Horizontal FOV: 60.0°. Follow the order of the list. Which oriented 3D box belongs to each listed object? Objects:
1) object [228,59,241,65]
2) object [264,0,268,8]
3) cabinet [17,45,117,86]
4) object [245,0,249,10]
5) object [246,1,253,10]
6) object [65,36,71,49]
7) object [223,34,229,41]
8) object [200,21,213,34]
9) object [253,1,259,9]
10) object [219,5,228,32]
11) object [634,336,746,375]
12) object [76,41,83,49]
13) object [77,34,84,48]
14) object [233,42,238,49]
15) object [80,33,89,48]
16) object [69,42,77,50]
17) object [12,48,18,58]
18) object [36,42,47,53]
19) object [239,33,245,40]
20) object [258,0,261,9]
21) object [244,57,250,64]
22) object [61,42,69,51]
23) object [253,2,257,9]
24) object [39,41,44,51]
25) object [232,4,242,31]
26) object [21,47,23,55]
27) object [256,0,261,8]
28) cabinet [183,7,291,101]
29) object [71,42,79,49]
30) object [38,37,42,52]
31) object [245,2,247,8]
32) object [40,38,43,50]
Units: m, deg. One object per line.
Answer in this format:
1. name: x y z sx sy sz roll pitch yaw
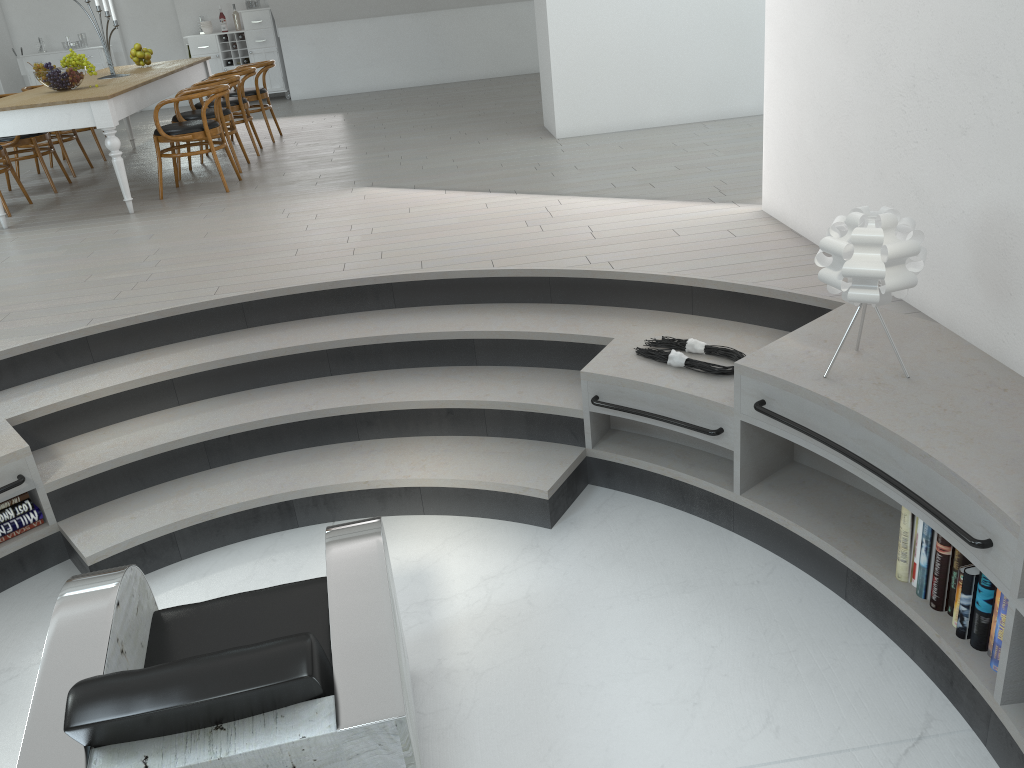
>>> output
1. object: -3.713 -4.309 11.847 0.156 0.084 0.335 -7 25 -3
2. object: -3.245 -5.014 11.636 0.046 0.141 0.047 -3 24 7
3. cabinet: -5.736 -3.950 11.599 1.135 0.780 0.502 -8 24 -4
4. object: -3.452 -4.980 11.586 0.048 0.167 0.048 6 27 26
5. object: -3.406 -4.926 11.534 0.082 0.104 0.082 10 29 31
6. object: -5.695 -4.385 11.403 0.048 0.167 0.048 -13 25 -15
7. object: -3.771 -4.579 11.720 0.092 0.093 0.363 -7 25 -3
8. object: -4.010 -4.685 11.653 0.154 0.158 0.159 4 26 22
9. object: -3.365 -4.997 11.684 0.071 0.097 0.072 -4 24 4
10. object: -3.806 -4.801 11.657 0.081 0.326 0.082 -9 24 -7
11. object: 0.703 -0.114 3.484 0.219 0.081 0.475 -26 31 -37
12. object: -5.565 -4.368 11.420 0.071 0.097 0.072 2 25 18
13. object: -5.572 -4.434 11.467 0.054 0.177 0.054 -18 26 -24
14. object: -3.661 -4.495 11.777 0.085 0.084 0.334 -8 25 -4
15. object: -5.513 -4.432 11.442 0.063 0.185 0.063 -14 25 -17
16. object: -5.635 -4.338 11.386 0.077 0.084 0.078 -13 25 -15
17. object: -6.307 -4.155 11.331 0.088 0.266 0.029 -20 27 -28
18. object: -6.119 -4.378 11.528 0.101 0.136 0.067 -8 24 -4
19. object: -3.564 -4.599 11.728 0.087 0.084 0.364 -8 25 -3
20. object: -3.306 -4.992 11.603 0.046 0.141 0.047 -3 24 7
21. object: -3.540 -4.327 11.853 0.081 0.080 0.362 -9 25 -5
22. object: -5.709 -4.321 11.343 0.082 0.104 0.082 -2 24 8
23. object: -3.384 -4.955 11.614 0.077 0.084 0.078 -4 24 4
24. object: -6.121 -4.399 11.527 0.097 0.135 0.029 -6 24 -1
25. object: -3.627 -4.823 11.663 0.085 0.327 0.086 16 32 40
26. object: -6.253 -4.162 11.334 0.088 0.266 0.029 4 26 21
27. object: -3.362 -5.068 11.733 0.063 0.185 0.063 -13 25 -16
28. cabinet: -3.659 -4.375 11.883 1.242 1.141 0.616 -8 24 -4
29. object: -5.641 -4.380 11.469 0.095 0.092 0.094 -13 25 -15
30. object: -6.133 -4.410 11.518 0.039 0.173 0.055 -8 24 -4
31. object: -3.454 -4.978 11.671 0.093 0.092 0.095 7 27 26
32. object: -6.100 -4.407 11.507 0.039 0.162 0.025 -2 24 8
